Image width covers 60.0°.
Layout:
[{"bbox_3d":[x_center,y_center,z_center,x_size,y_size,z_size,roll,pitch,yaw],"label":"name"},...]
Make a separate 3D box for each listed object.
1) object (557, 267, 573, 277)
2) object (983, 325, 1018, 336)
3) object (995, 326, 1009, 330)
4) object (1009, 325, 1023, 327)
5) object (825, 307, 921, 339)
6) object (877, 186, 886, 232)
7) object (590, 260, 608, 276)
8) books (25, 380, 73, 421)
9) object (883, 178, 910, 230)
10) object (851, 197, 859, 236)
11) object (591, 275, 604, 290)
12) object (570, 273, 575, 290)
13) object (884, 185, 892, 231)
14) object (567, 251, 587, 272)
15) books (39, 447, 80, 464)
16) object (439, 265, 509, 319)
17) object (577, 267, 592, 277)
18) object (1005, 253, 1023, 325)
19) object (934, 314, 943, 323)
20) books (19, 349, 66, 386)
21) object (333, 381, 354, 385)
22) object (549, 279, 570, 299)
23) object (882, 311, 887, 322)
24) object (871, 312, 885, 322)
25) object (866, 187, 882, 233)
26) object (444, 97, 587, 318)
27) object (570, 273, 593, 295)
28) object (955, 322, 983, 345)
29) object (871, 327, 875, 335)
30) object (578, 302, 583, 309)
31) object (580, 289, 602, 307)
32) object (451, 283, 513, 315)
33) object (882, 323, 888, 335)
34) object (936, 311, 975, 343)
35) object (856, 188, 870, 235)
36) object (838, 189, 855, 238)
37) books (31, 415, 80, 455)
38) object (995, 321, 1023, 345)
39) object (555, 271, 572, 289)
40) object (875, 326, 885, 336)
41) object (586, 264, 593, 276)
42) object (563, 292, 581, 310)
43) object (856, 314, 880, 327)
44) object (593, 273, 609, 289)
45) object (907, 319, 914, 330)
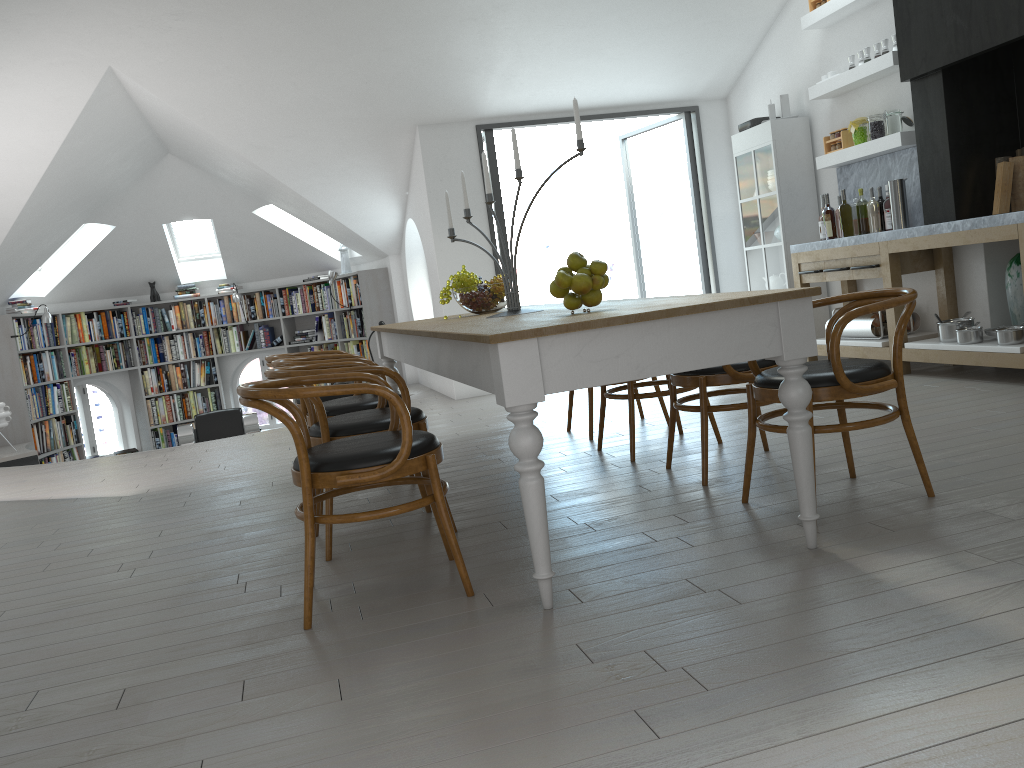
[{"bbox_3d":[0.184,-0.381,3.090,0.058,0.057,0.053,-8,5,1],"label":"object"},{"bbox_3d":[3.092,-0.348,5.433,0.509,0.052,0.263,-12,7,-37],"label":"object"},{"bbox_3d":[3.011,-0.331,5.338,0.041,0.045,0.247,-9,6,-15],"label":"object"},{"bbox_3d":[3.084,-0.338,5.348,0.061,0.035,0.170,-9,6,-14],"label":"object"},{"bbox_3d":[2.634,-0.460,6.495,0.429,0.231,0.528,-9,6,-16],"label":"object"},{"bbox_3d":[2.665,-1.257,6.388,0.085,0.330,0.085,-8,4,-5],"label":"object"},{"bbox_3d":[0.300,-0.402,3.067,0.062,0.059,0.062,-9,5,-13],"label":"object"},{"bbox_3d":[-5.265,0.200,9.856,0.260,0.358,1.022,-7,6,3],"label":"books"},{"bbox_3d":[2.657,-1.234,6.113,0.114,0.339,0.164,-9,5,-11],"label":"object"},{"bbox_3d":[2.583,-1.249,6.617,0.183,0.285,0.185,-7,5,10],"label":"object"},{"bbox_3d":[0.291,-0.349,3.050,0.051,0.053,0.053,-10,6,-22],"label":"object"},{"bbox_3d":[0.199,-0.366,3.167,0.071,0.063,0.072,-10,6,-20],"label":"object"},{"bbox_3d":[2.678,-1.246,6.281,0.081,0.329,0.081,-7,5,13],"label":"object"},{"bbox_3d":[0.227,-0.429,3.107,0.072,0.074,0.072,-9,5,-14],"label":"object"},{"bbox_3d":[-5.198,0.933,9.974,0.282,0.319,0.921,-7,6,5],"label":"books"},{"bbox_3d":[-0.183,-0.526,4.910,0.292,0.283,0.395,-3,7,40],"label":"object"},{"bbox_3d":[0.251,-0.380,3.075,0.053,0.050,0.052,-13,7,-43],"label":"object"},{"bbox_3d":[3.249,-0.582,5.590,0.230,0.497,0.231,-5,5,27],"label":"object"},{"bbox_3d":[2.763,-0.373,5.638,0.051,0.152,0.190,-9,5,-14],"label":"object"},{"bbox_3d":[-5.357,-0.168,9.855,0.303,0.347,1.091,-8,6,2],"label":"books"},{"bbox_3d":[-1.632,0.112,8.668,0.321,0.561,0.320,-12,6,-41],"label":"object"},{"bbox_3d":[0.167,-0.336,3.117,0.070,0.072,0.071,-3,7,40],"label":"object"},{"bbox_3d":[2.675,-0.494,6.542,0.115,0.079,0.435,-9,6,-16],"label":"object"},{"bbox_3d":[2.574,-0.491,6.523,0.101,0.086,0.363,-9,6,-16],"label":"object"},{"bbox_3d":[2.571,-1.233,6.305,0.085,0.330,0.085,-8,4,-5],"label":"object"},{"bbox_3d":[0.002,-0.744,3.925,0.266,0.873,0.774,-11,6,-40],"label":"object"},{"bbox_3d":[0.238,-0.343,3.036,0.077,0.076,0.076,-3,7,43],"label":"object"},{"bbox_3d":[2.827,-0.308,5.409,0.261,0.113,0.153,-10,6,-24],"label":"object"},{"bbox_3d":[2.479,-0.378,6.466,0.067,0.067,0.423,-9,6,-16],"label":"object"},{"bbox_3d":[0.228,-0.290,3.144,0.050,0.050,0.051,-9,5,-10],"label":"object"},{"bbox_3d":[0.277,-0.306,3.099,0.078,0.074,0.080,-5,6,31],"label":"object"},{"bbox_3d":[-0.147,-0.467,4.907,0.361,0.159,0.360,-11,7,-33],"label":"object"},{"bbox_3d":[2.628,-0.410,6.506,0.093,0.083,0.480,-9,6,-16],"label":"object"},{"bbox_3d":[2.876,-0.360,5.636,0.379,0.163,0.223,-10,6,-24],"label":"object"},{"bbox_3d":[2.553,-1.251,6.448,0.092,0.338,0.092,-7,4,4],"label":"object"},{"bbox_3d":[2.436,-1.242,6.471,0.092,0.358,0.092,-5,5,30],"label":"object"},{"bbox_3d":[-5.188,0.773,9.635,0.391,0.694,1.644,-8,6,-4],"label":"books"},{"bbox_3d":[2.923,-0.291,5.121,0.261,0.113,0.154,-9,6,-15],"label":"object"},{"bbox_3d":[0.178,-0.357,3.035,0.062,0.063,0.063,-4,7,38],"label":"object"},{"bbox_3d":[2.557,-0.389,6.488,0.067,0.067,0.423,-9,6,-16],"label":"object"},{"bbox_3d":[0.266,-0.390,3.147,0.072,0.071,0.066,-2,7,45],"label":"object"},{"bbox_3d":[0.209,-0.287,3.076,0.063,0.063,0.064,-8,5,-3],"label":"object"},{"bbox_3d":[2.509,-0.462,6.479,0.092,0.093,0.437,-9,6,-16],"label":"object"},{"bbox_3d":[0.309,-0.362,3.105,0.062,0.059,0.062,-9,5,-10],"label":"object"},{"bbox_3d":[2.785,-0.446,6.566,0.092,0.092,0.437,-9,6,-16],"label":"object"}]
